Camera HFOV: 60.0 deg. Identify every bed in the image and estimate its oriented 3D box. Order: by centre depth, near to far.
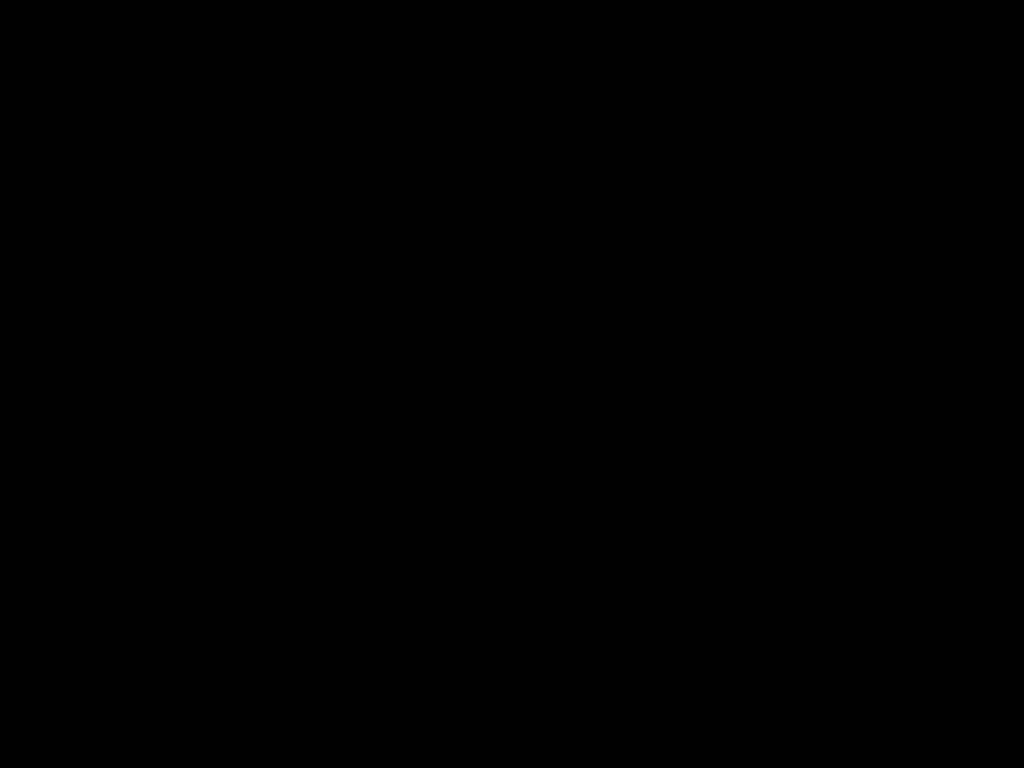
[{"bbox_3d":[0.056,-0.387,0.615,3.009,0.994,2.087,-11,10,-30],"label":"bed"}]
